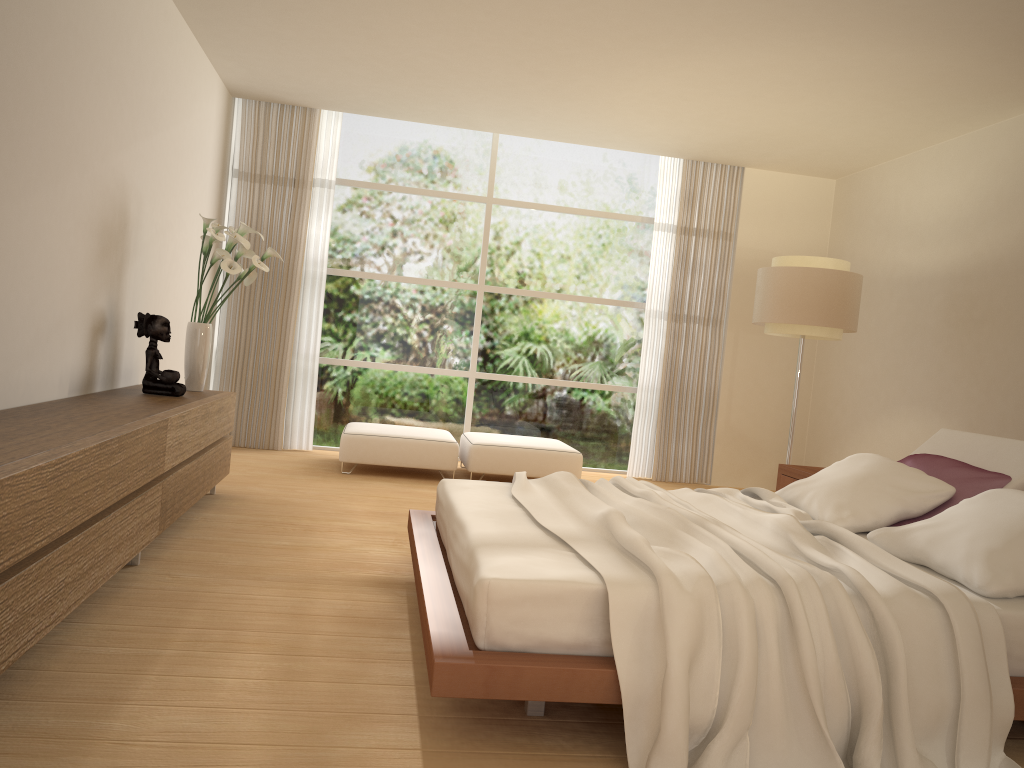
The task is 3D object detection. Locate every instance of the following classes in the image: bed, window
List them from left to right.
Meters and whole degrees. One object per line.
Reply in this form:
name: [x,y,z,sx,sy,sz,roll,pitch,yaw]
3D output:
window: [-0.304,-0.928,8.577,4.781,3.371,0.071,5,2,-9]
bed: [0.896,0.778,3.554,2.535,0.570,2.599,5,2,-9]

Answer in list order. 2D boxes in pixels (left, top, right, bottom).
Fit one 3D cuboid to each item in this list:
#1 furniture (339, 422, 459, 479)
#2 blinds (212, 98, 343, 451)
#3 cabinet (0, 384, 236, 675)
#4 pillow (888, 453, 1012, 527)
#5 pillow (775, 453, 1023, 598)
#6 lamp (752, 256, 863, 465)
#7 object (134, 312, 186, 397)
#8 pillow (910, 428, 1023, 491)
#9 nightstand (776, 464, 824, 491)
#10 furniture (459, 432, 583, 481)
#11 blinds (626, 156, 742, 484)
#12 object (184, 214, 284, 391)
furniture: [-0.970,0.560,7.574,0.965,0.346,0.964,5,2,-9]
blinds: [-2.141,-1.083,8.039,0.950,3.352,0.211,5,2,-10]
cabinet: [-1.833,0.448,3.870,0.588,0.662,3.713,5,2,-9]
pillow: [1.937,0.534,3.743,0.575,0.369,1.683,5,2,-9]
pillow: [1.671,0.523,3.696,0.561,0.339,1.720,5,2,-9]
lamp: [2.192,0.062,6.829,0.817,2.018,0.817,7,2,34]
object: [-1.970,-0.166,4.985,0.282,0.453,0.181,5,2,-9]
pillow: [2.266,0.492,3.799,0.461,0.457,1.779,5,2,-9]
nightstand: [2.282,0.921,3.820,0.493,0.539,4.220,5,2,-9]
furniture: [0.049,0.656,7.729,0.965,0.346,0.964,5,2,-9]
blinds: [1.689,-0.721,8.569,0.814,3.351,0.202,5,2,-10]
object: [-1.770,-0.484,5.498,0.608,1.085,0.515,7,3,39]
